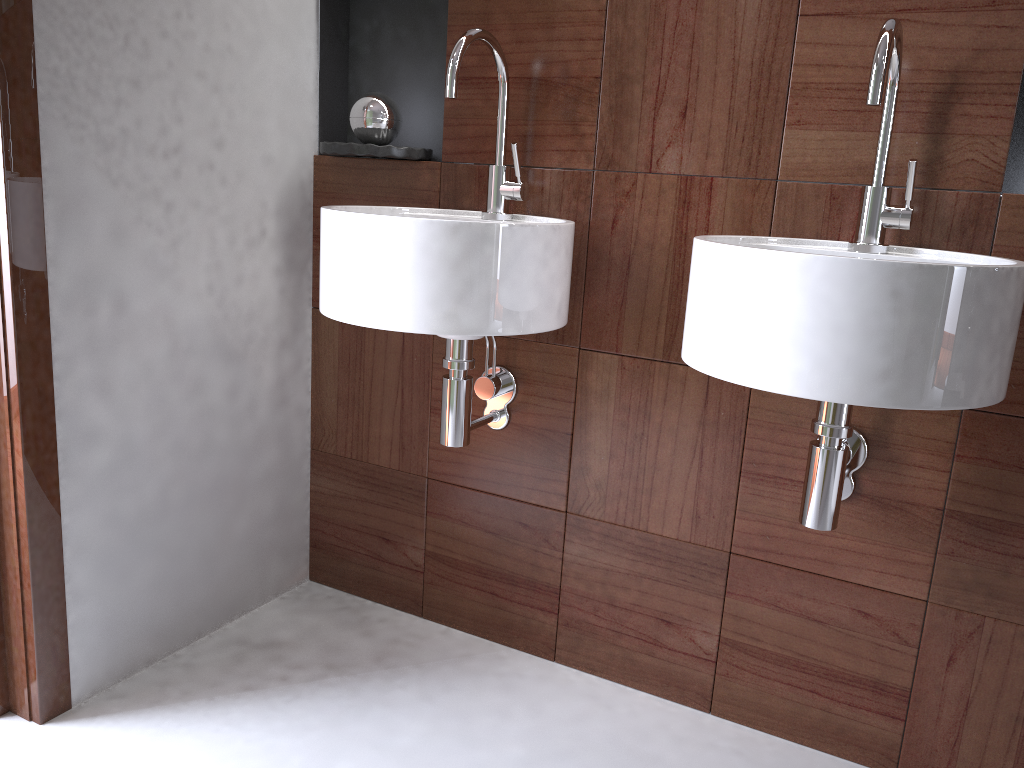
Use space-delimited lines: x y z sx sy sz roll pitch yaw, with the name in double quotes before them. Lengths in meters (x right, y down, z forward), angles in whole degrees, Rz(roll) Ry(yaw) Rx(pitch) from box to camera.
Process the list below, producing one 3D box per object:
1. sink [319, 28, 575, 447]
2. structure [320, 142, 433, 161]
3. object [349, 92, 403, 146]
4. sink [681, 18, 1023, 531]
"sink" -0.106 -0.224 1.475 0.415 0.715 0.417 10 15 27
"structure" -0.268 -0.461 1.759 0.222 0.023 0.220 1 13 -12
"object" 0.281 -0.417 1.452 1.350 0.104 0.104 10 15 27
"sink" 0.448 -0.123 1.190 0.415 0.715 0.417 10 15 27
